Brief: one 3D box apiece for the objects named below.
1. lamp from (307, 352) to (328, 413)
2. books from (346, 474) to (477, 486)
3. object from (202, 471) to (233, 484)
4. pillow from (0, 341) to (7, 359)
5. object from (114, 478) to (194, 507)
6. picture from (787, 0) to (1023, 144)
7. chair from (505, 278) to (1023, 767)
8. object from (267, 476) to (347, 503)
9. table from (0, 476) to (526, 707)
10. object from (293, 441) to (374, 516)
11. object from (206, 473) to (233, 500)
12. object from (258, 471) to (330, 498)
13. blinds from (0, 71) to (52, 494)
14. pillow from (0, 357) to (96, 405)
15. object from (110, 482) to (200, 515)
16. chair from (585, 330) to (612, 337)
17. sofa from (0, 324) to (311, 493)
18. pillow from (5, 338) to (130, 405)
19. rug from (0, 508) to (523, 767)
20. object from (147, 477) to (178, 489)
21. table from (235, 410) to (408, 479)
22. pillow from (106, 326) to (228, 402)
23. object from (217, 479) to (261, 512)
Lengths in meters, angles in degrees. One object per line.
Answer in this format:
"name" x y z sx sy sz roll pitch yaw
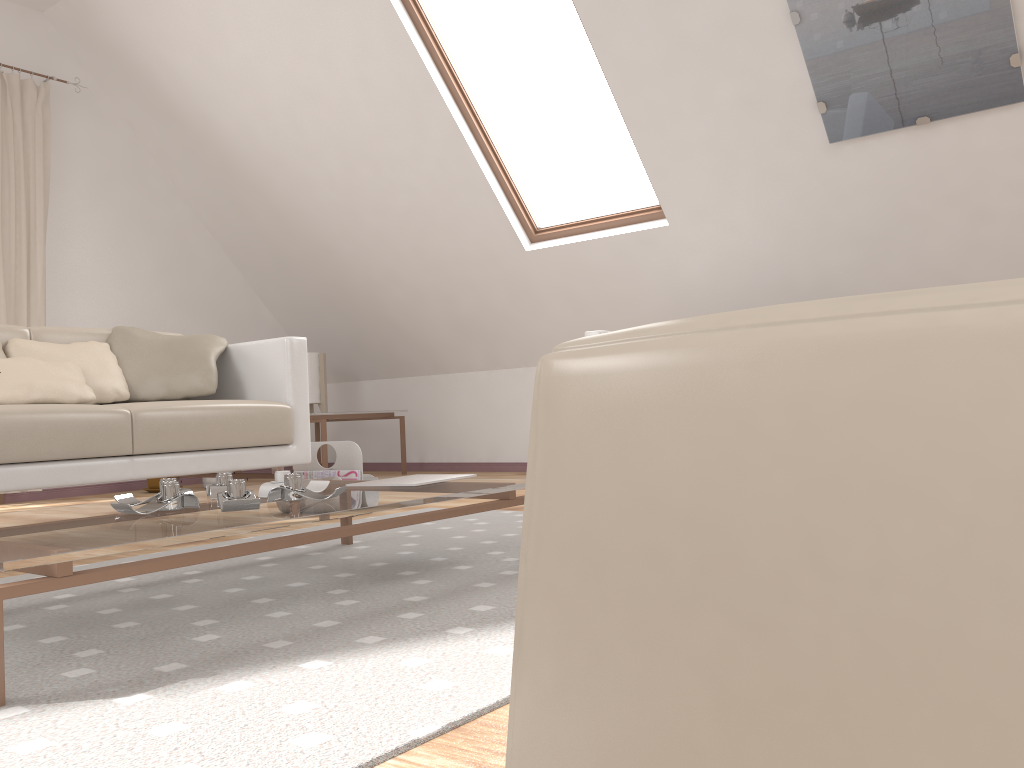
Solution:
"lamp" -1.267 -0.001 5.487 0.221 0.375 0.180 -2 -2 -19
"books" -0.235 0.232 2.139 0.192 0.005 0.280 -4 -2 29
"object" -1.608 0.330 4.857 0.209 0.480 0.234 -3 -2 4
"pillow" -1.659 -0.040 2.625 0.185 0.235 0.351 -4 -2 41
"object" -0.724 0.219 1.797 0.143 0.052 0.064 -3 -2 7
"picture" 1.239 -1.294 2.904 0.650 0.738 0.683 -4 -2 37
"chair" 0.324 0.146 0.473 0.506 0.394 0.506 -4 -2 42
"object" -0.405 0.204 1.755 0.143 0.051 0.064 -3 -2 7
"table" -0.554 0.332 1.769 0.730 0.190 1.173 -4 -2 37
"object" -0.684 0.347 3.288 0.315 0.267 0.212 -3 -2 25
"object" -0.626 0.219 1.924 0.064 0.052 0.143 -2 -2 -23
"object" -0.467 0.211 1.904 0.064 0.052 0.143 -4 -2 37
"blinds" -2.490 -0.520 4.443 0.123 2.129 0.424 -4 -2 32
"pillow" -1.446 -0.006 2.653 0.227 0.170 0.363 -4 -2 43
"object" -0.662 0.212 1.648 0.064 0.052 0.143 -4 -2 37
"chair" 0.793 0.070 3.504 0.748 0.706 0.820 -3 -2 27
"sofa" -1.573 0.144 2.549 0.820 0.706 1.880 -4 -2 37
"pillow" -1.448 -0.040 2.893 0.196 0.225 0.351 -4 -2 42
"rug" -0.521 0.420 1.695 1.600 0.007 2.800 -4 -2 37
"object" -1.954 0.159 4.830 0.307 0.846 0.311 -4 -2 29
"table" -1.151 0.373 5.337 0.773 0.390 0.730 -4 -2 36
"pillow" -1.223 -0.077 3.117 0.424 0.276 0.269 -2 -2 -3
"object" -0.503 0.204 1.628 0.064 0.052 0.143 -2 -2 -23
